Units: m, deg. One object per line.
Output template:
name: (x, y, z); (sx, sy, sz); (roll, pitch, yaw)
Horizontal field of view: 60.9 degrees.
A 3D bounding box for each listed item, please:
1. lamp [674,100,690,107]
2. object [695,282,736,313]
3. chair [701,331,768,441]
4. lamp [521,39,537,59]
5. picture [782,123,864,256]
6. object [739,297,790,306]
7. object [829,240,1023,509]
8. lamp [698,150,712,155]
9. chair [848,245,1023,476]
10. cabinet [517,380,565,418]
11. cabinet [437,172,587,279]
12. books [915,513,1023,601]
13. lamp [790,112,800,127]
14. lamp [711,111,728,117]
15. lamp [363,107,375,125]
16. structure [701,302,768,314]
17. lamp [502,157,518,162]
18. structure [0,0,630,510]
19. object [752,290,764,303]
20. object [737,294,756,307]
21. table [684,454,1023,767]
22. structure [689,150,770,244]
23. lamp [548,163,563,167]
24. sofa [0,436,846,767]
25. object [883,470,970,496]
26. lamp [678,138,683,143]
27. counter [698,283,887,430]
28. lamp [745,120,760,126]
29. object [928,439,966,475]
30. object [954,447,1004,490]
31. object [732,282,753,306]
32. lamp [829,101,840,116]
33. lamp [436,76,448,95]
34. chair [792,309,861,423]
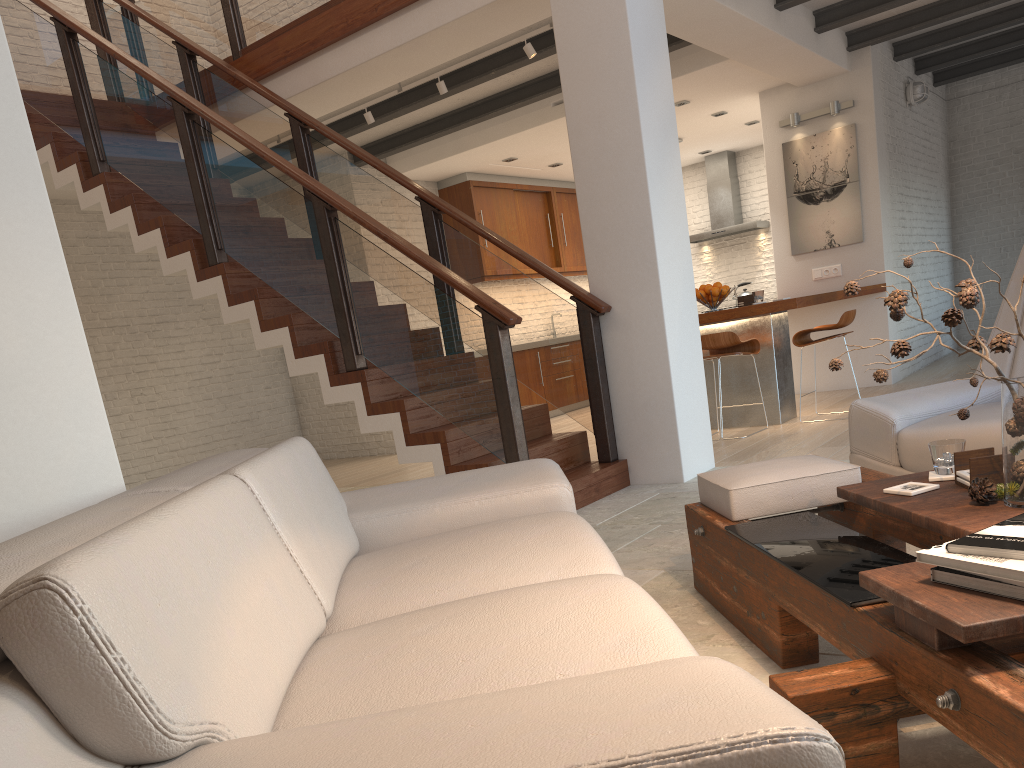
lamp: (1.550, -2.592, 7.995); (0.124, 0.056, 0.120); (-6, 5, 37)
object: (1.588, -0.685, 6.905); (0.366, 0.228, 0.354); (-9, 5, 2)
chair: (1.603, 0.000, 6.492); (0.406, 0.797, 0.408); (-2, 13, 36)
lamp: (0.116, -2.225, 5.797); (0.087, 0.133, 0.057); (-10, 11, -3)
picture: (2.847, -1.760, 7.996); (0.657, 1.044, 0.019); (-2, 14, 36)
object: (1.899, -0.630, 6.647); (0.397, 0.036, 0.192); (-7, 3, 40)
object: (0.984, -0.015, 1.913); (0.544, 0.624, 0.306); (-8, 10, 8)
lamp: (2.348, -2.838, 10.611); (0.124, 0.056, 0.120); (-6, 5, 37)
chair: (1.864, -0.013, 3.025); (0.949, 1.044, 1.023); (-15, 9, -36)
cabinet: (1.751, -1.267, 10.693); (4.786, 2.916, 2.201); (-9, 9, 2)
cabinet: (0.400, -1.912, 10.978); (0.462, 1.195, 3.243); (-1, 8, 37)
books: (0.949, 0.282, 1.505); (0.396, 0.076, 0.247); (-11, 3, -20)
lamp: (2.565, -2.397, 7.914); (0.078, 0.107, 0.079); (-13, 10, -25)
lamp: (2.064, -2.708, 8.683); (0.124, 0.056, 0.120); (-6, 5, 37)
lamp: (-1.101, -2.060, 6.716); (0.061, 0.132, 0.083); (-1, 13, 39)
structure: (2.824, -0.977, 11.243); (0.816, 0.033, 0.572); (-8, 3, 37)
lamp: (-0.024, -2.378, 9.173); (0.124, 0.056, 0.120); (-6, 5, 37)
structure: (0.377, -1.502, 5.474); (10.211, 4.252, 13.447); (-7, 4, 37)
object: (1.870, -0.662, 6.616); (0.089, 0.087, 0.091); (-15, 9, -38)
object: (1.816, -0.645, 6.751); (0.093, 0.084, 0.112); (-10, 6, -8)
table: (1.452, 0.397, 1.909); (1.968, 0.441, 2.155); (-10, 3, -2)
structure: (2.643, -2.380, 10.987); (0.990, 1.020, 0.442); (-4, 12, 36)
lamp: (0.490, -2.494, 9.860); (0.124, 0.056, 0.120); (-6, 5, 37)
sofa: (-0.293, 0.520, 1.937); (1.142, 0.775, 2.277); (-10, 3, -3)
object: (1.099, 0.245, 2.265); (0.272, 0.036, 0.242); (-9, 3, 9)
lamp: (1.587, -2.566, 9.598); (0.453, 0.175, 0.437); (-7, 5, 37)
counter: (2.074, -0.203, 7.555); (1.695, 0.945, 2.423); (-6, 5, 37)
lamp: (2.579, -2.824, 9.369); (0.124, 0.056, 0.120); (-6, 5, 37)
object: (1.155, 0.196, 2.311); (0.091, 0.087, 0.089); (-10, 7, -4)
object: (1.172, 0.212, 2.172); (0.094, 0.084, 0.111); (-8, 6, 9)
object: (2.940, -1.141, 10.986); (0.257, 0.283, 0.261); (-14, 9, -31)
lamp: (2.850, -2.436, 7.701); (0.078, 0.107, 0.079); (-13, 10, -25)
lamp: (-0.505, -2.141, 6.270); (0.061, 0.132, 0.083); (-1, 13, 39)
chair: (2.400, -0.136, 6.543); (0.424, 0.797, 0.391); (-2, 13, 36)
